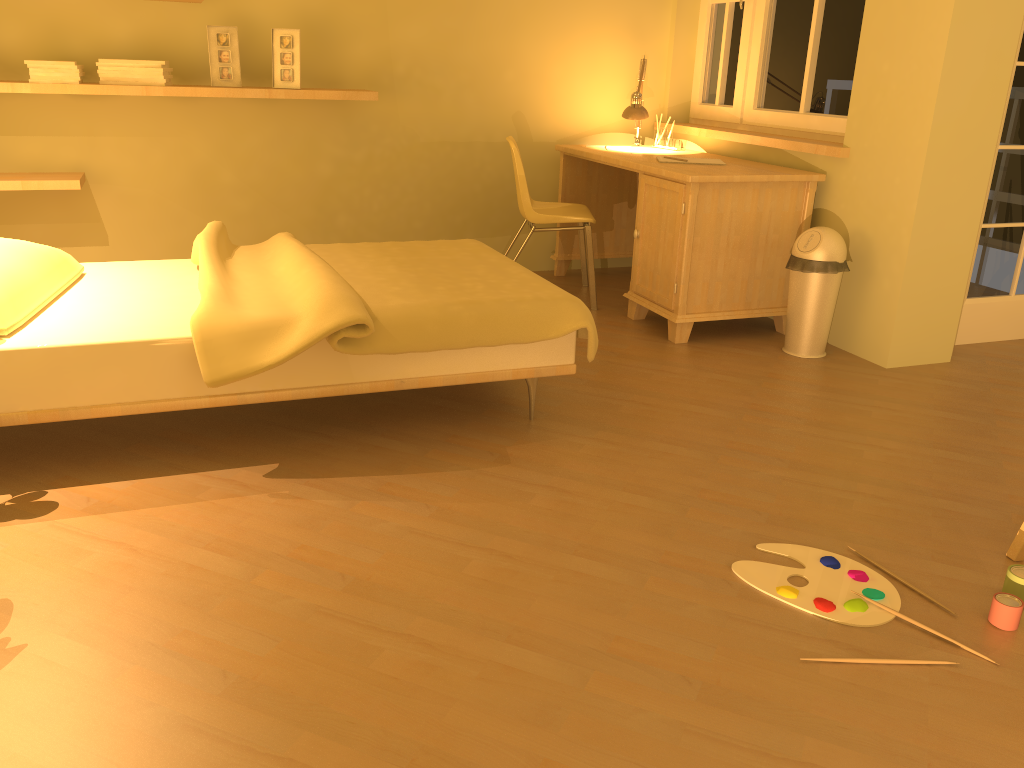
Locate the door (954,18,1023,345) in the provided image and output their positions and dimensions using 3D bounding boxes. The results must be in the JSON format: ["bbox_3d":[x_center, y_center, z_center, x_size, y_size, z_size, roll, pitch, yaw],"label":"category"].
[{"bbox_3d":[2.285,-1.136,3.733,0.884,2.033,0.098,-5,21,-20],"label":"door"}]

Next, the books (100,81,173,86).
[{"bbox_3d":[-1.681,-1.350,3.978,0.270,0.015,0.190,-1,20,-10],"label":"books"}]

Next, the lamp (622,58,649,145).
[{"bbox_3d":[0.651,-1.492,4.714,0.140,0.455,0.484,3,20,4],"label":"lamp"}]

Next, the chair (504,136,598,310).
[{"bbox_3d":[0.159,-0.826,4.453,0.546,0.785,0.531,2,20,-1],"label":"chair"}]

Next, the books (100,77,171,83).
[{"bbox_3d":[-1.681,-1.364,3.973,0.270,0.015,0.190,-3,20,-13],"label":"books"}]

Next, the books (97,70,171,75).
[{"bbox_3d":[-1.681,-1.390,3.955,0.270,0.015,0.190,-1,20,-10],"label":"books"}]

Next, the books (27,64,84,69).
[{"bbox_3d":[-1.980,-1.382,3.857,0.190,0.015,0.270,-5,21,-18],"label":"books"}]

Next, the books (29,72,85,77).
[{"bbox_3d":[-1.979,-1.353,3.866,0.190,0.015,0.270,-5,21,-19],"label":"books"}]

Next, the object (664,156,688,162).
[{"bbox_3d":[0.760,-1.046,4.123,0.008,0.009,0.166,-9,22,-28],"label":"object"}]

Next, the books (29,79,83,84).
[{"bbox_3d":[-1.986,-1.323,3.871,0.190,0.015,0.270,-6,21,-20],"label":"books"}]

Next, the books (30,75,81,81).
[{"bbox_3d":[-1.986,-1.337,3.865,0.190,0.015,0.270,-7,22,-23],"label":"books"}]

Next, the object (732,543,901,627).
[{"bbox_3d":[0.722,0.456,2.076,0.366,0.014,0.288,18,25,38],"label":"object"}]

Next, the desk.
[{"bbox_3d":[0.778,-0.762,4.434,0.684,0.720,1.396,-5,21,-20],"label":"desk"}]

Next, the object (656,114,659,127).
[{"bbox_3d":[0.798,-1.392,4.849,0.053,0.162,0.009,-17,27,-42],"label":"object"}]

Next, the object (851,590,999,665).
[{"bbox_3d":[0.881,0.521,1.910,0.010,0.015,0.325,-15,26,-40],"label":"object"}]

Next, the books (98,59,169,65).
[{"bbox_3d":[-1.678,-1.435,3.947,0.270,0.015,0.190,-3,20,-15],"label":"books"}]

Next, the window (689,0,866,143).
[{"bbox_3d":[1.298,-1.852,4.241,0.142,1.263,1.486,-5,21,-20],"label":"window"}]

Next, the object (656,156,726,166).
[{"bbox_3d":[0.831,-1.039,4.131,0.300,0.010,0.210,3,20,4],"label":"object"}]

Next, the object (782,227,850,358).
[{"bbox_3d":[1.265,-0.391,3.720,0.255,0.535,0.248,7,20,12],"label":"object"}]

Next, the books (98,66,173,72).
[{"bbox_3d":[-1.673,-1.405,3.952,0.270,0.015,0.190,-1,20,-8],"label":"books"}]

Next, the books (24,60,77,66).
[{"bbox_3d":[-1.990,-1.390,3.834,0.190,0.015,0.270,-6,21,-22],"label":"books"}]

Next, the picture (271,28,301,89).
[{"bbox_3d":[-1.041,-1.530,4.178,0.134,0.264,0.171,4,20,5],"label":"picture"}]

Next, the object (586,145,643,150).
[{"bbox_3d":[0.546,-1.266,4.735,0.300,0.009,0.040,5,20,8],"label":"object"}]

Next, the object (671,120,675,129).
[{"bbox_3d":[0.856,-1.356,4.796,0.043,0.138,0.010,19,26,40],"label":"object"}]

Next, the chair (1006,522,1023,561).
[{"bbox_3d":[1.425,0.168,2.156,0.364,0.551,0.348,-1,20,-9],"label":"chair"}]

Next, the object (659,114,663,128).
[{"bbox_3d":[0.805,-1.397,4.864,0.034,0.165,0.009,-8,22,-27],"label":"object"}]

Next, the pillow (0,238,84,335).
[{"bbox_3d":[-1.634,-0.318,2.645,0.482,0.213,0.801,-2,20,-11],"label":"pillow"}]

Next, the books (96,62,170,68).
[{"bbox_3d":[-1.690,-1.424,3.961,0.270,0.015,0.190,-1,20,-10],"label":"books"}]

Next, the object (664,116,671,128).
[{"bbox_3d":[0.829,-1.382,4.841,0.073,0.155,0.008,15,23,31],"label":"object"}]

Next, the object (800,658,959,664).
[{"bbox_3d":[0.744,0.560,1.793,0.325,0.010,0.010,2,20,-1],"label":"object"}]

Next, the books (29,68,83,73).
[{"bbox_3d":[-1.977,-1.365,3.856,0.190,0.015,0.270,-6,21,-20],"label":"books"}]

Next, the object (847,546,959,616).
[{"bbox_3d":[0.914,0.459,2.092,0.010,0.010,0.325,-7,22,-25],"label":"object"}]

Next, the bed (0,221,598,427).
[{"bbox_3d":[-0.979,-0.361,2.878,2.378,0.894,1.286,-5,21,-20],"label":"bed"}]

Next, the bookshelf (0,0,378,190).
[{"bbox_3d":[-1.413,-1.537,4.016,2.605,1.240,0.300,-5,21,-20],"label":"bookshelf"}]

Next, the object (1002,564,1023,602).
[{"bbox_3d":[1.160,0.461,2.017,0.073,0.073,0.073,-4,21,-16],"label":"object"}]

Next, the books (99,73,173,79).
[{"bbox_3d":[-1.676,-1.376,3.960,0.270,0.015,0.190,-1,20,-9],"label":"books"}]

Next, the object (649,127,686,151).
[{"bbox_3d":[0.839,-1.322,4.781,0.070,0.105,0.240,-8,22,-27],"label":"object"}]

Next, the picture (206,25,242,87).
[{"bbox_3d":[-1.339,-1.518,4.112,0.134,0.264,0.171,-6,21,-21],"label":"picture"}]

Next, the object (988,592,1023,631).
[{"bbox_3d":[1.075,0.496,1.932,0.060,0.060,0.060,-13,25,-37],"label":"object"}]
